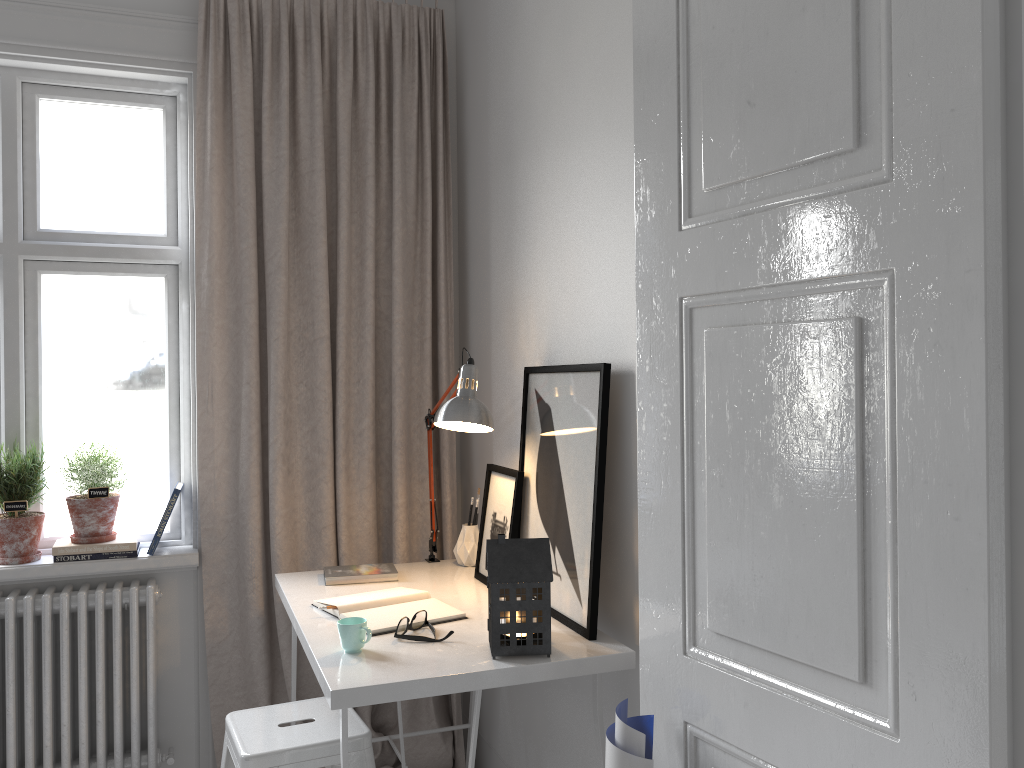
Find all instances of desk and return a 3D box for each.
[{"bbox_3d":[-0.222,0.958,2.276,0.641,0.776,1.163,-1,0,-20],"label":"desk"}]

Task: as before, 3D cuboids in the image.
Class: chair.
[{"bbox_3d":[-0.519,1.084,2.153,0.409,0.527,0.407,-1,0,-25],"label":"chair"}]

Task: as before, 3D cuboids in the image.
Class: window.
[{"bbox_3d":[-1.569,-0.218,2.791,1.047,1.537,0.079,-1,0,-20],"label":"window"}]

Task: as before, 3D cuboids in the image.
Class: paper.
[{"bbox_3d":[0.172,0.947,1.345,0.181,0.793,0.431,-1,0,23],"label":"paper"}]

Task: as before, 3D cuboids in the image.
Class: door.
[{"bbox_3d":[0.402,0.156,1.333,0.034,2.326,0.678,-1,0,-29],"label":"door"}]

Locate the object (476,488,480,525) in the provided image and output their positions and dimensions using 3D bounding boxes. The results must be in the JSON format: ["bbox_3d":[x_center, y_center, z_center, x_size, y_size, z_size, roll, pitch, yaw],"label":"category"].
[{"bbox_3d":[-0.113,0.446,2.783,0.028,0.239,0.023,-1,0,-23],"label":"object"}]

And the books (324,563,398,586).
[{"bbox_3d":[-0.447,0.559,2.613,0.207,0.024,0.149,-1,0,-14],"label":"books"}]

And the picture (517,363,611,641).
[{"bbox_3d":[0.110,0.260,2.198,0.062,0.614,0.493,-1,0,-20],"label":"picture"}]

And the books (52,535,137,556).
[{"bbox_3d":[-1.296,0.502,2.766,0.246,0.025,0.157,-1,0,-18],"label":"books"}]

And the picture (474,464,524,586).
[{"bbox_3d":[-0.039,0.402,2.489,0.062,0.333,0.261,-1,0,-20],"label":"picture"}]

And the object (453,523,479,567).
[{"bbox_3d":[-0.131,0.504,2.781,0.101,0.126,0.101,-1,0,-20],"label":"object"}]

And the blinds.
[{"bbox_3d":[-0.577,0.007,2.869,0.831,2.680,0.225,-1,0,-20],"label":"blinds"}]

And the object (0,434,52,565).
[{"bbox_3d":[-1.509,0.333,2.686,0.183,0.410,0.199,-1,0,31],"label":"object"}]

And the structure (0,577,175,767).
[{"bbox_3d":[-1.516,0.921,2.663,0.935,0.600,0.216,-1,0,-20],"label":"structure"}]

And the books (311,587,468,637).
[{"bbox_3d":[-0.327,0.557,2.218,0.291,0.029,0.358,-1,0,-34],"label":"books"}]

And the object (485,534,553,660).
[{"bbox_3d":[0.014,0.445,1.896,0.135,0.248,0.135,-1,0,-5],"label":"object"}]

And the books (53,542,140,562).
[{"bbox_3d":[-1.293,0.525,2.773,0.245,0.022,0.156,-1,0,-16],"label":"books"}]

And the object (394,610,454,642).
[{"bbox_3d":[-0.211,0.549,1.998,0.114,0.047,0.133,-1,0,-33],"label":"object"}]

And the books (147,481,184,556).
[{"bbox_3d":[-1.107,0.427,2.837,0.101,0.211,0.175,-1,0,-17],"label":"books"}]

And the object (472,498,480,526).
[{"bbox_3d":[-0.124,0.463,2.794,0.054,0.207,0.008,-1,0,-33],"label":"object"}]

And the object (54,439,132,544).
[{"bbox_3d":[-1.297,0.330,2.762,0.220,0.318,0.210,-1,0,17],"label":"object"}]

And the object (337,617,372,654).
[{"bbox_3d":[-0.339,0.541,1.896,0.064,0.065,0.082,-1,0,-22],"label":"object"}]

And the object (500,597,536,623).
[{"bbox_3d":[0.015,0.531,2.020,0.078,0.073,0.065,-1,0,-24],"label":"object"}]

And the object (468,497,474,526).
[{"bbox_3d":[-0.137,0.462,2.794,0.008,0.207,0.054,-1,0,35],"label":"object"}]

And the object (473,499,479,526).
[{"bbox_3d":[-0.119,0.462,2.771,0.008,0.207,0.054,-1,0,-37],"label":"object"}]

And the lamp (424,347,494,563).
[{"bbox_3d":[-0.215,0.269,2.609,0.164,0.745,0.568,-1,0,-25],"label":"lamp"}]
